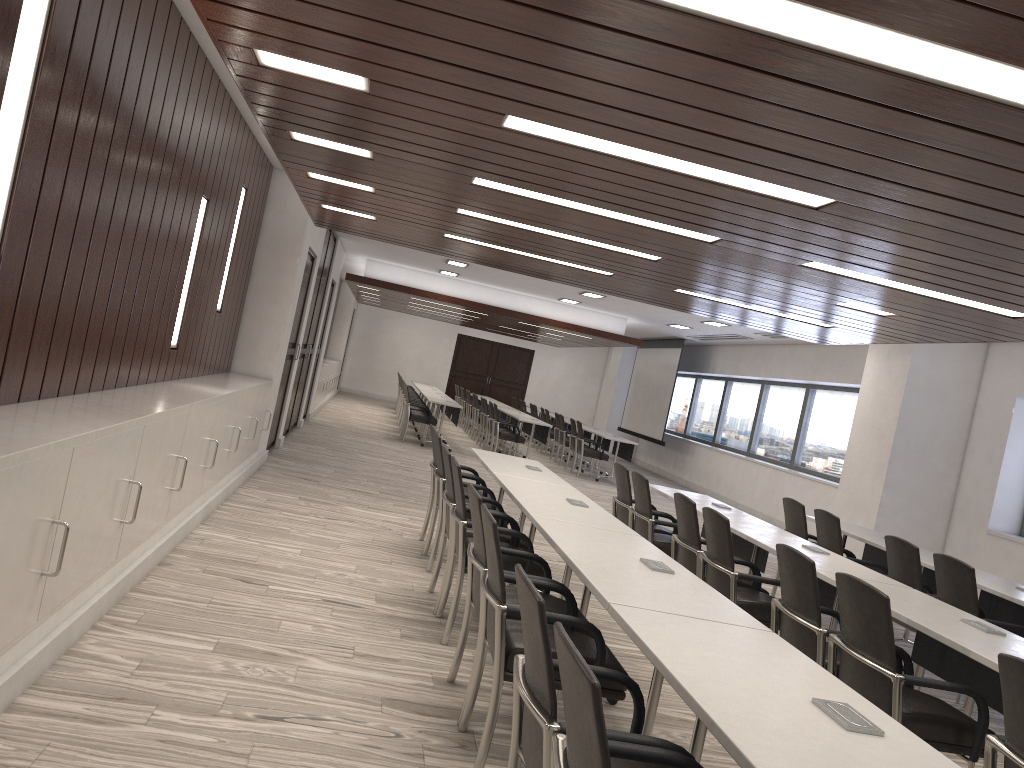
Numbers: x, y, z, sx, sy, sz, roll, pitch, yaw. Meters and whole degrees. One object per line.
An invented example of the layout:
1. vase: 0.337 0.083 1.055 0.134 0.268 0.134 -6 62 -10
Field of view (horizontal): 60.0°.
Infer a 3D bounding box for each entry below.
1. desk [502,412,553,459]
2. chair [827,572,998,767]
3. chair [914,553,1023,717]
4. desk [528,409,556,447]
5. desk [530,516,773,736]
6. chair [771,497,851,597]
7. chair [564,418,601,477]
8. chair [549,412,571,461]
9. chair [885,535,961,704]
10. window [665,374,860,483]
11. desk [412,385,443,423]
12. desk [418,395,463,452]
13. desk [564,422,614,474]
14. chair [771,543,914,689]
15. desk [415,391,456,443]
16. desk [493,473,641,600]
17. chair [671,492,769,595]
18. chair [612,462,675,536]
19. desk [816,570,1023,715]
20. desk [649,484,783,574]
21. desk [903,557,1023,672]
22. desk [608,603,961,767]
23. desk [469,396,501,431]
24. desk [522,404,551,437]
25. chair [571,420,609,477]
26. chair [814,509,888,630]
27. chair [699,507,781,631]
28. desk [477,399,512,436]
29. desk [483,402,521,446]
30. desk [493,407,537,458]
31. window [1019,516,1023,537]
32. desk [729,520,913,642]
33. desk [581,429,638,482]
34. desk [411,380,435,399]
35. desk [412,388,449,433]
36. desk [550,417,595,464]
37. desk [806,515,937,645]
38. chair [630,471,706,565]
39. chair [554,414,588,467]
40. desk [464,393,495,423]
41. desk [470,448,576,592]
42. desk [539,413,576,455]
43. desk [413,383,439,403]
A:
1. desk: 0.207 0.979 15.379 0.577 0.795 1.509 12 0 -9
2. chair: 1.570 1.290 3.570 0.638 0.939 0.513 12 0 -9
3. chair: 2.800 1.542 5.300 0.638 0.939 0.513 12 0 -8
4. desk: 0.784 1.056 21.618 0.577 0.795 1.509 12 0 -9
5. desk: 0.401 1.111 3.655 0.577 0.795 1.509 12 0 -9
6. chair: 2.492 1.460 7.315 0.638 0.939 0.513 12 0 -8
7. chair: 1.263 1.130 15.803 0.638 0.939 0.513 12 0 -9
8. chair: 1.061 1.075 17.313 0.638 0.939 0.513 12 0 -9
9. chair: 2.720 1.521 5.816 0.638 0.939 0.513 12 0 -8
10. window: 4.521 0.641 16.257 0.118 1.419 10.452 12 0 -9
11. desk: -1.914 0.489 19.663 0.577 0.795 1.509 12 0 -9
12. desk: -1.262 0.664 15.154 0.577 0.795 1.509 12 0 -9
13. desk: 1.437 1.231 17.107 0.577 0.795 1.509 12 0 -9
14. chair: 1.476 1.266 4.092 0.638 0.939 0.513 12 0 -8
15. desk: -1.480 0.605 16.660 0.577 0.795 1.509 12 0 -9
16. desk: 0.183 1.052 5.164 0.577 0.795 1.509 12 0 -9
17. chair: 1.263 1.208 5.585 0.638 0.939 0.513 12 0 -9
18. chair: 1.052 1.151 7.100 0.638 0.939 0.513 12 0 -9
19. desk: 1.870 1.426 3.880 0.577 0.795 1.509 12 0 -9
20. desk: 1.434 1.309 6.895 0.577 0.795 1.509 12 0 -9
21. desk: 3.099 1.678 5.610 0.577 0.795 1.509 12 0 -9
22. desk: 0.619 1.169 2.149 0.577 0.795 1.509 12 0 -9
23. desk: -0.663 0.745 21.397 0.577 0.795 1.509 12 0 -9
24. desk: 0.567 0.997 23.124 0.577 0.795 1.509 12 0 -9
25. chair: 1.338 1.150 15.286 0.638 0.939 0.513 12 0 -8
26. chair: 2.582 1.484 6.802 0.638 0.939 0.513 12 0 -8
27. chair: 1.336 1.228 5.068 0.638 0.939 0.513 12 0 -9
28. desk: -0.445 0.804 19.888 0.577 0.795 1.509 12 0 -9
29. desk: -0.227 0.862 18.382 0.577 0.795 1.509 12 0 -9
30. desk: -0.011 0.920 16.885 0.577 0.795 1.509 12 0 -9
31. window: 6.025 1.045 5.860 0.118 1.419 6.968 12 0 -9
32. desk: 1.652 1.367 5.389 0.577 0.795 1.509 12 0 -9
33. desk: 1.655 1.290 15.601 0.577 0.795 1.509 12 0 -9
34. desk: -2.350 0.371 22.678 0.577 0.795 1.509 12 0 -9
35. desk: -1.696 0.547 18.157 0.577 0.795 1.509 12 0 -9
36. desk: 1.220 1.173 18.604 0.577 0.795 1.509 12 0 -9
37. desk: 2.882 1.619 7.116 0.577 0.795 1.509 12 0 -9
38. chair: 1.125 1.171 6.578 0.638 0.939 0.513 12 0 -9
39. chair: 1.119 1.091 16.794 0.638 0.939 0.513 12 0 -8
40. desk: -0.881 0.687 22.903 0.577 0.795 1.509 12 0 -9
41. desk: -0.035 0.994 6.670 0.577 0.795 1.509 12 0 -9
42. desk: 1.003 1.114 20.109 0.577 0.795 1.509 12 0 -9
43. desk: -2.132 0.430 21.172 0.577 0.795 1.509 12 0 -9
